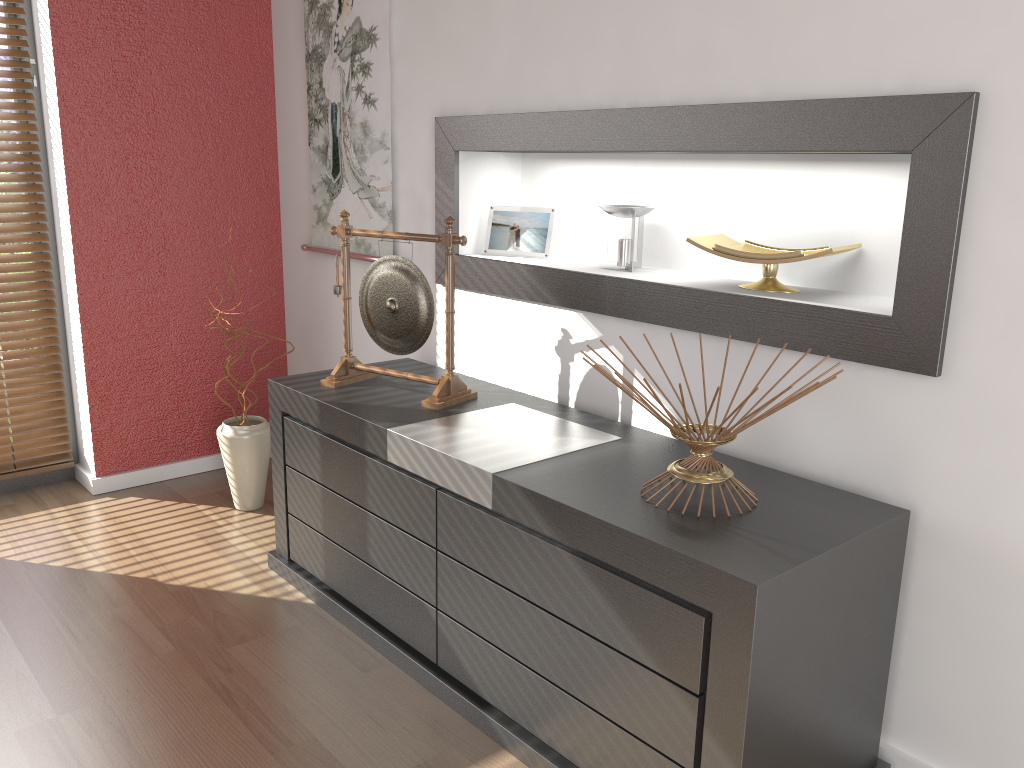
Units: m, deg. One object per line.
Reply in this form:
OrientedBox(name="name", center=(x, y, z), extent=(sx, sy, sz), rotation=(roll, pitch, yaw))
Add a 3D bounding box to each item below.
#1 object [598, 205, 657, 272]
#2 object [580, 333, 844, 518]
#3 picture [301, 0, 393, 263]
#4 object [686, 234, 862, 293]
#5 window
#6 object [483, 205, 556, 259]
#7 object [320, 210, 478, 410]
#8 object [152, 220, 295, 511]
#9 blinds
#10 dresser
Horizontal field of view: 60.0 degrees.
OrientedBox(name="object", center=(0.309, -0.396, 2.408), extent=(0.159, 0.171, 0.159), rotation=(3, 14, 8))
OrientedBox(name="object", center=(0.369, 0.084, 1.714), extent=(0.481, 0.282, 0.481), rotation=(5, 14, 15))
OrientedBox(name="picture", center=(-0.575, -1.070, 3.062), extent=(0.028, 1.270, 0.701), rotation=(-11, 18, -39))
OrientedBox(name="object", center=(0.601, -0.275, 2.060), extent=(0.350, 0.116, 0.181), rotation=(12, 18, 38))
OrientedBox(name="window", center=(-2.090, -0.636, 2.956), extent=(0.889, 1.893, 0.020), rotation=(-11, 18, -39))
OrientedBox(name="object", center=(0.020, -0.462, 2.686), extent=(0.226, 0.146, 0.041), rotation=(9, 16, 28))
OrientedBox(name="object", center=(-0.320, -0.221, 2.450), extent=(0.490, 0.498, 0.173), rotation=(10, 17, 33))
OrientedBox(name="object", center=(-0.999, -0.047, 3.098), extent=(0.364, 1.035, 0.422), rotation=(7, 15, 24))
OrientedBox(name="blinds", center=(-3.529, -0.307, 1.676), extent=(4.840, 1.952, 0.032), rotation=(-11, 18, -39))
OrientedBox(name="dresser", center=(0.013, 0.406, 2.230), extent=(0.540, 0.608, 1.740), rotation=(-11, 18, -39))
